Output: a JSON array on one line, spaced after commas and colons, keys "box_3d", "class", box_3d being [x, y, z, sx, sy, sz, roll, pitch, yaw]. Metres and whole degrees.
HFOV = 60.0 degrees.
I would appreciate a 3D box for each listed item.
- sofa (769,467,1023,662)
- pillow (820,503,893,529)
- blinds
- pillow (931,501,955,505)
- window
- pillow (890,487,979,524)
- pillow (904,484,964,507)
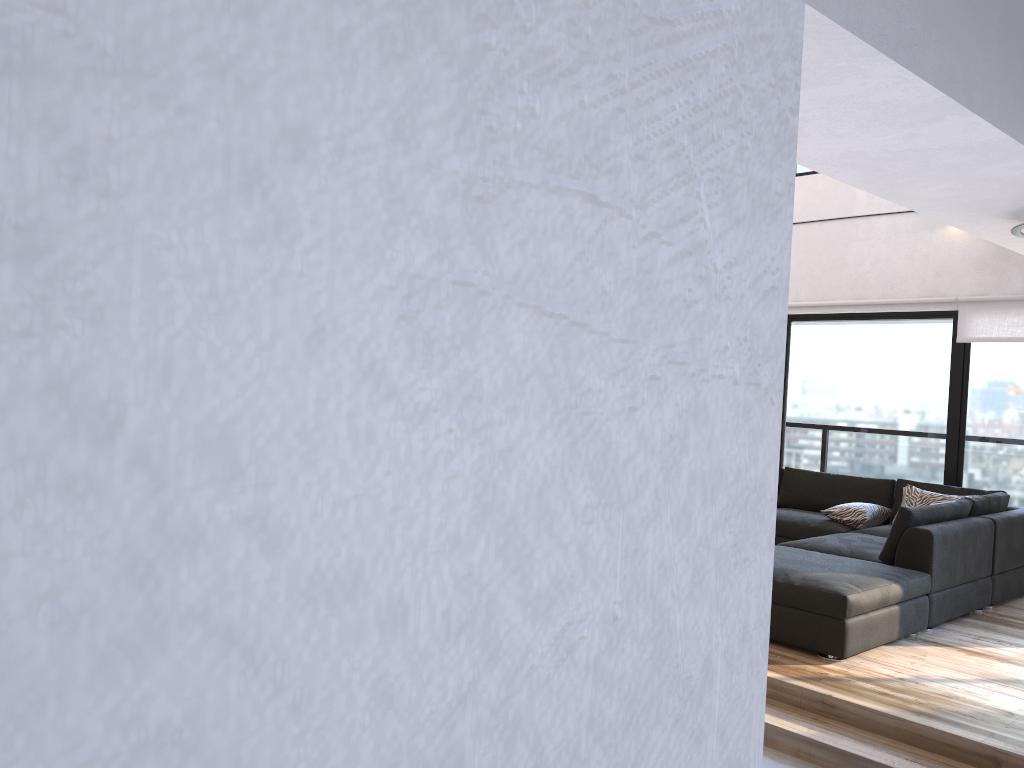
[{"box_3d": [1.687, 1.019, 6.420, 3.000, 0.700, 3.042, 3, 0, -43], "class": "sofa"}, {"box_3d": [2.627, 0.993, 6.743, 0.531, 0.178, 0.355, 3, 0, -45], "class": "pillow"}, {"box_3d": [2.372, 0.273, 8.172, 0.096, 2.044, 5.366, 2, 1, -43], "class": "blinds"}, {"box_3d": [2.837, 0.928, 5.961, 0.547, 0.309, 0.273, 3, 1, -43], "class": "pillow"}, {"box_3d": [1.088, -1.248, 7.180, 5.665, 5.568, 13.391, 2, 0, -43], "class": "window"}, {"box_3d": [3.105, 0.934, 6.499, 0.235, 0.294, 0.611, 2, 1, -42], "class": "pillow"}, {"box_3d": [3.036, 0.908, 6.345, 0.250, 0.314, 0.531, 2, 1, -39], "class": "pillow"}]
